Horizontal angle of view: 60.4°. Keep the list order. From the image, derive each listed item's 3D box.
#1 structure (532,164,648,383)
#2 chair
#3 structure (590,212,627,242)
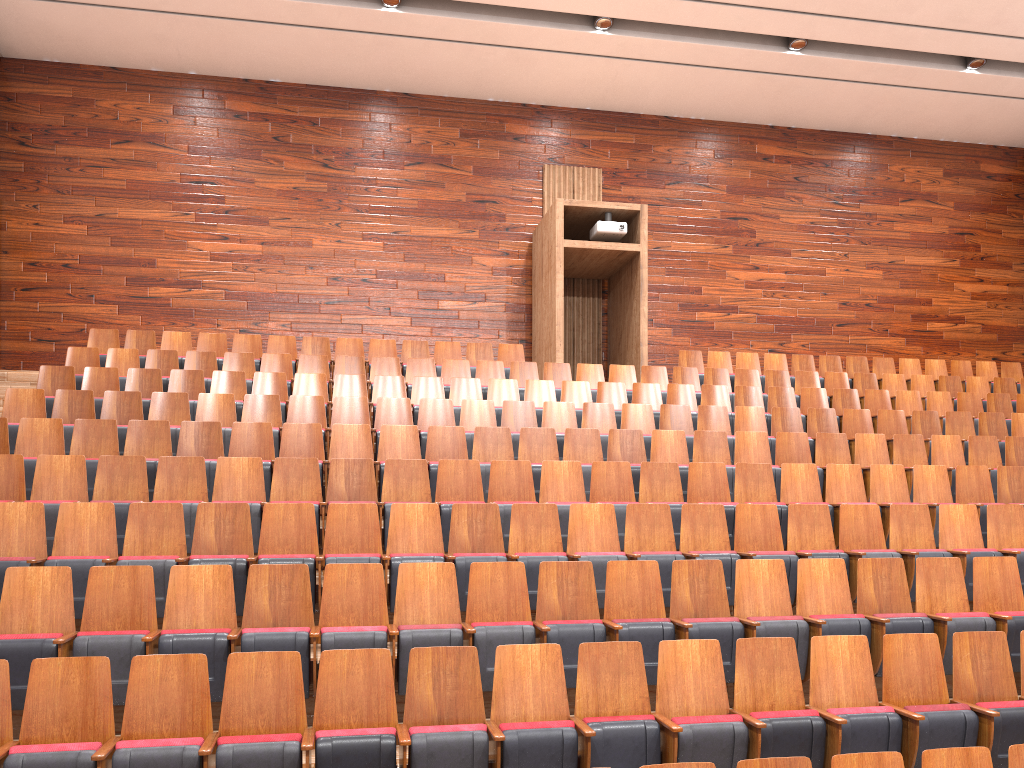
[{"bbox_3d":[0.097,-0.147,1.147,0.117,0.327,0.144,0,-2,-11],"label":"structure"},{"bbox_3d":[0.181,0.088,0.700,1.183,0.370,0.777,1,-7,-11],"label":"chair"},{"bbox_3d":[0.120,-0.198,1.094,0.038,0.031,0.041,1,-5,-11],"label":"structure"}]
